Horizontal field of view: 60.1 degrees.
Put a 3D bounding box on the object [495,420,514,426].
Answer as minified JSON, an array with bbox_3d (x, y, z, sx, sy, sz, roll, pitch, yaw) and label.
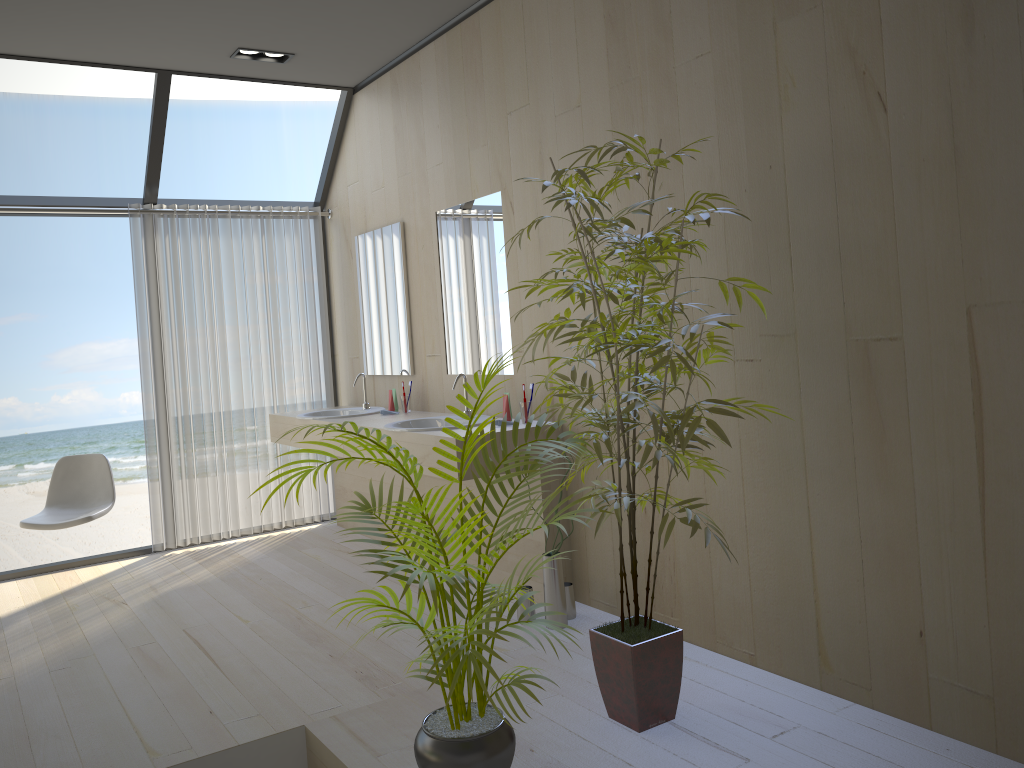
[{"bbox_3d":[-0.022,0.168,3.873,0.104,0.029,0.033,-4,2,7],"label":"object"}]

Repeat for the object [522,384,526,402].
[{"bbox_3d":[0.057,0.088,3.875,0.012,0.178,0.050,-4,0,7],"label":"object"}]

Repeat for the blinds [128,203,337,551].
[{"bbox_3d":[-1.714,-0.091,5.575,1.185,2.070,0.084,-5,0,-33],"label":"blinds"}]

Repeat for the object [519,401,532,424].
[{"bbox_3d":[0.064,0.128,3.904,0.058,0.100,0.058,-4,1,-22],"label":"object"}]

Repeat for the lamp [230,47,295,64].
[{"bbox_3d":[-1.340,-1.808,4.739,0.301,0.112,0.164,-6,3,-33],"label":"lamp"}]

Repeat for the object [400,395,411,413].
[{"bbox_3d":[-0.589,0.115,4.918,0.059,0.100,0.058,-4,1,-26],"label":"object"}]

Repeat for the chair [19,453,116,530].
[{"bbox_3d":[-2.353,0.574,4.718,0.369,0.347,0.454,-4,2,-4],"label":"chair"}]

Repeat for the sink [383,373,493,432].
[{"bbox_3d":[-0.345,0.170,4.151,0.505,0.419,0.573,-5,2,-29],"label":"sink"}]

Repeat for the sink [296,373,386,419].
[{"bbox_3d":[-0.997,0.157,5.164,0.505,0.419,0.573,-5,2,-29],"label":"sink"}]

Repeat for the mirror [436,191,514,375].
[{"bbox_3d":[-0.186,-0.478,4.425,0.023,0.868,0.652,-4,1,-33],"label":"mirror"}]

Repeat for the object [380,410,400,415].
[{"bbox_3d":[-0.675,0.154,4.886,0.104,0.029,0.033,-4,2,7],"label":"object"}]

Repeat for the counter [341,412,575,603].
[{"bbox_3d":[-0.294,0.579,4.205,0.551,0.790,1.204,-5,2,-33],"label":"counter"}]

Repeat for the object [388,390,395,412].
[{"bbox_3d":[-0.678,0.101,4.967,0.039,0.135,0.039,-4,0,16],"label":"object"}]

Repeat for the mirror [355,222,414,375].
[{"bbox_3d":[-0.769,-0.488,5.281,0.023,0.868,0.652,-4,1,-33],"label":"mirror"}]

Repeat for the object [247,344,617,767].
[{"bbox_3d":[-0.196,0.483,2.239,0.916,1.157,0.751,-4,1,1],"label":"object"}]

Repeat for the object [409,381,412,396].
[{"bbox_3d":[-0.576,0.072,4.920,0.054,0.175,0.012,-4,0,-8],"label":"object"}]

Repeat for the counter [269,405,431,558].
[{"bbox_3d":[-0.947,0.566,5.218,0.551,0.790,1.204,-5,2,-33],"label":"counter"}]

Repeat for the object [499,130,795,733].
[{"bbox_3d":[0.388,0.128,2.679,0.787,1.756,0.935,-4,1,-8],"label":"object"}]

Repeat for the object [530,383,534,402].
[{"bbox_3d":[0.076,0.086,3.906,0.054,0.175,0.012,-4,0,-8],"label":"object"}]

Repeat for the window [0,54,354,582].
[{"bbox_3d":[-2.990,-0.282,4.535,4.571,2.813,0.744,-6,1,-33],"label":"window"}]

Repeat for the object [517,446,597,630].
[{"bbox_3d":[0.202,0.593,3.648,0.408,0.749,0.273,-5,1,-45],"label":"object"}]

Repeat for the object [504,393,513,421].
[{"bbox_3d":[-0.020,0.107,4.067,0.039,0.135,0.039,-4,0,9],"label":"object"}]

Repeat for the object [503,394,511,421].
[{"bbox_3d":[-0.025,0.114,3.953,0.039,0.135,0.039,-4,0,9],"label":"object"}]

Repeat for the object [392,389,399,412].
[{"bbox_3d":[-0.672,0.093,5.081,0.039,0.135,0.039,-4,0,16],"label":"object"}]

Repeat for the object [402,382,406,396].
[{"bbox_3d":[-0.595,0.074,4.888,0.012,0.178,0.050,-4,0,7],"label":"object"}]
